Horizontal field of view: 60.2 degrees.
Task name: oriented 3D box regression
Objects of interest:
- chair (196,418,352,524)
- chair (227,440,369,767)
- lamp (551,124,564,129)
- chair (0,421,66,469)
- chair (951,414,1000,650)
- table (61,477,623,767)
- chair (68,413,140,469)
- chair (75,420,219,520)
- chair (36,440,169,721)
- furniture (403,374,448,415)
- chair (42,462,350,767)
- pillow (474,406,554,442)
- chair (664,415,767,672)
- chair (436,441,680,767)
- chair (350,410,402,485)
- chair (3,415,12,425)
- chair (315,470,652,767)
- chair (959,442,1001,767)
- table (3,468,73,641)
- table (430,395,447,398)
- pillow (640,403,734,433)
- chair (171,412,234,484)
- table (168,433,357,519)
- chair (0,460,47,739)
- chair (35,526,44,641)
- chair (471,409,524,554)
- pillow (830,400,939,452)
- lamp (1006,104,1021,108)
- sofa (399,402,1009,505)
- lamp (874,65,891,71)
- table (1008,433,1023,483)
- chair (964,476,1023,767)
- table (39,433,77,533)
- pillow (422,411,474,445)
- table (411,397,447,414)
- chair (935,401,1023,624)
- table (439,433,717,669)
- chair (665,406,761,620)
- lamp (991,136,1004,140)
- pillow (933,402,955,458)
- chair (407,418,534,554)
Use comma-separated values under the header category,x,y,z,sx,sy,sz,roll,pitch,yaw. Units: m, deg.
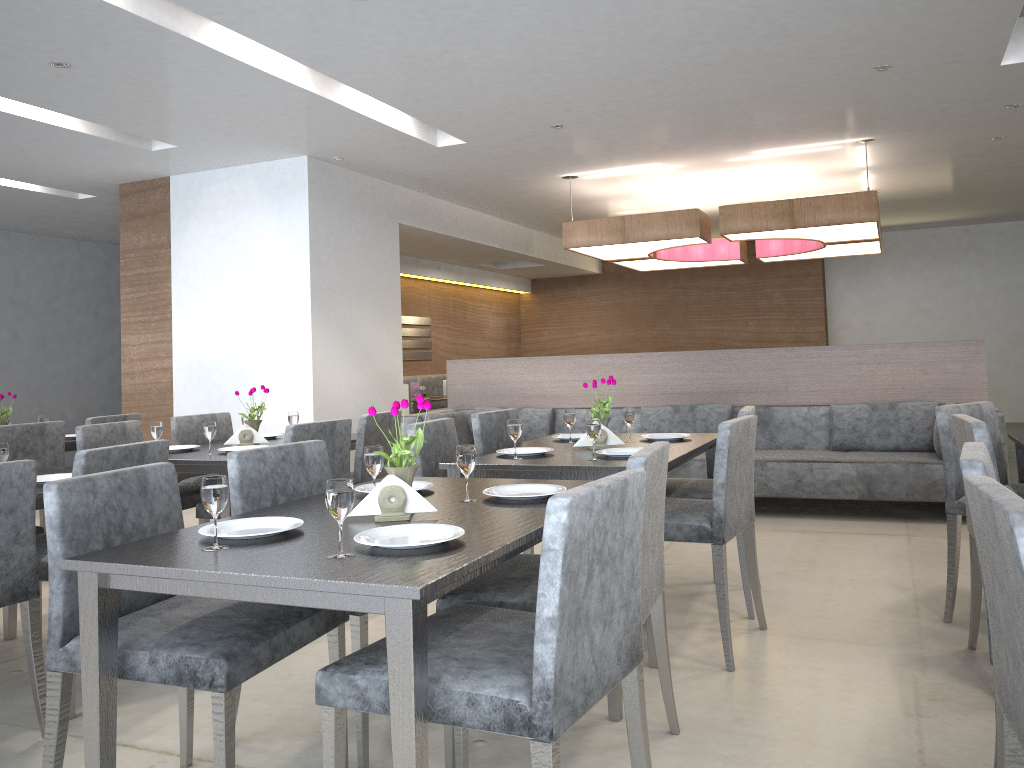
category,x,y,z,sx,sy,sz,roll,pitch,yaw
chair,-0.973,0.539,3.727,0.491,0.765,0.476,-3,-2,28
chair,-0.466,0.555,2.441,0.491,0.765,0.476,-3,-2,28
lamp,0.298,-1.681,5.768,0.089,0.007,0.089,-3,2,-22
chair,-2.542,0.578,4.403,0.491,0.765,0.476,-3,-2,28
chair,1.609,0.477,2.595,0.491,0.765,0.476,-3,-2,18
table,-0.252,0.620,2.052,0.776,0.636,1.189,-2,0,23
chair,-2.386,0.559,4.909,0.491,0.765,0.476,-3,-2,18
chair,-1.640,0.556,4.006,0.491,0.765,0.476,-3,-2,18
chair,-1.420,0.578,2.841,0.491,0.765,0.476,-3,-2,18
furniture,1.001,0.269,9.621,4.250,0.856,5.646,-1,1,23
chair,-0.690,0.575,1.945,0.491,0.765,0.476,-3,-2,18
pillow,0.001,0.321,6.478,0.637,0.321,0.181,-2,-2,23
chair,0.579,0.502,3.059,0.491,0.765,0.476,-3,-2,28
chair,0.133,0.540,2.172,0.491,0.765,0.476,-3,-2,18
chair,-0.817,0.521,4.233,0.491,0.765,0.476,-3,-2,18
chair,-2.985,0.573,5.178,0.491,0.765,0.476,-3,-2,28
chair,-0.023,0.559,1.666,0.491,0.765,0.476,-3,-2,28
chair,1.180,0.514,1.733,0.491,0.765,0.476,-3,-2,28
table,-1.805,0.658,2.721,0.776,0.636,1.189,-2,0,23
table,-0.553,0.440,9.051,0.505,0.657,0.505,-3,-1,23
pillow,1.171,0.293,5.974,0.637,0.321,0.181,-2,-2,23
chair,-1.416,0.535,4.502,0.491,0.765,0.476,-3,-2,28
table,-1.202,0.600,4.113,0.776,0.636,1.189,-2,0,23
chair,-1.576,0.597,2.335,0.491,0.765,0.476,-3,-2,28
chair,-2.019,0.592,3.110,0.491,0.765,0.476,-3,-2,28
chair,0.136,0.497,3.834,0.491,0.765,0.476,-3,-2,28
pillow,2.308,0.265,5.485,0.637,0.321,0.181,-2,-2,23
lamp,3.214,-1.781,5.666,0.089,0.007,0.089,-3,2,-22
sofa,1.076,0.480,5.826,3.793,0.630,0.835,-1,0,23
lamp,2.013,-1.717,4.803,0.089,0.007,0.089,-3,2,-22
table,2.054,0.521,2.711,0.776,0.636,1.189,-2,0,23
chair,0.956,0.535,1.236,0.491,0.765,0.476,-3,-2,18
table,-2.771,0.639,4.788,0.776,0.636,1.189,-2,0,23
pillow,-0.437,0.346,6.401,0.188,0.307,0.560,-3,0,24
table,-0.857,0.469,8.348,0.505,0.657,0.505,-3,-1,23
chair,1.844,0.455,3.117,0.477,0.765,0.490,-1,-2,-37
table,0.350,0.562,3.445,0.776,0.636,1.189,-2,0,23
chair,0.735,0.483,3.565,0.491,0.765,0.476,-3,-2,18
lamp,3.590,-1.817,6.534,0.089,0.007,0.089,-3,2,-22
pillow,2.526,0.266,5.134,0.151,0.325,0.574,-3,0,23
chair,-0.088,0.518,3.337,0.491,0.765,0.476,-3,-2,18
